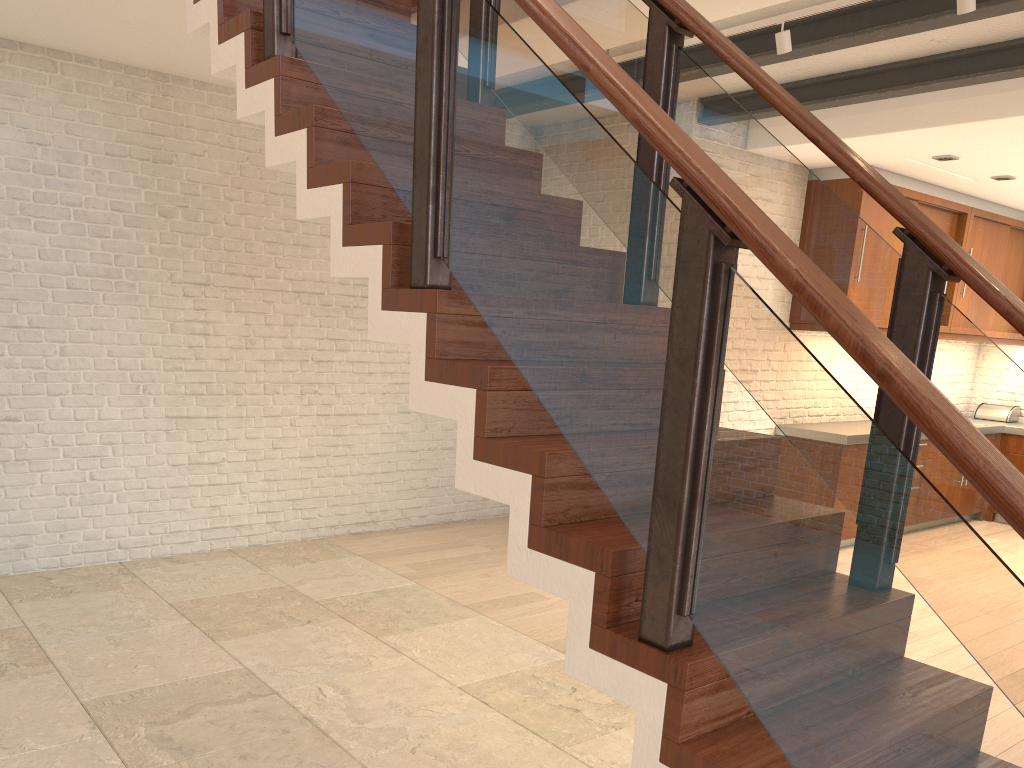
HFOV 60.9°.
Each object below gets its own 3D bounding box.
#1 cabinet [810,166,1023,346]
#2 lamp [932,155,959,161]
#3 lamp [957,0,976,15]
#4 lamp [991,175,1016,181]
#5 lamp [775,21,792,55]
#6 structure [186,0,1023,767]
[{"bbox_3d":[3.600,-0.974,7.429,3.320,1.204,0.448,-1,12,-38],"label":"cabinet"},{"bbox_3d":[2.858,-1.507,5.739,0.123,0.057,0.121,-1,8,-39],"label":"lamp"},{"bbox_3d":[1.591,-1.354,3.050,0.085,0.133,0.059,-5,15,-36],"label":"lamp"},{"bbox_3d":[3.550,-1.506,6.292,0.123,0.057,0.121,-1,8,-39],"label":"lamp"},{"bbox_3d":[1.124,-1.422,3.604,0.085,0.133,0.059,-5,15,-36],"label":"lamp"},{"bbox_3d":[2.045,-0.512,2.152,13.762,4.278,9.920,-1,7,-39],"label":"structure"}]
